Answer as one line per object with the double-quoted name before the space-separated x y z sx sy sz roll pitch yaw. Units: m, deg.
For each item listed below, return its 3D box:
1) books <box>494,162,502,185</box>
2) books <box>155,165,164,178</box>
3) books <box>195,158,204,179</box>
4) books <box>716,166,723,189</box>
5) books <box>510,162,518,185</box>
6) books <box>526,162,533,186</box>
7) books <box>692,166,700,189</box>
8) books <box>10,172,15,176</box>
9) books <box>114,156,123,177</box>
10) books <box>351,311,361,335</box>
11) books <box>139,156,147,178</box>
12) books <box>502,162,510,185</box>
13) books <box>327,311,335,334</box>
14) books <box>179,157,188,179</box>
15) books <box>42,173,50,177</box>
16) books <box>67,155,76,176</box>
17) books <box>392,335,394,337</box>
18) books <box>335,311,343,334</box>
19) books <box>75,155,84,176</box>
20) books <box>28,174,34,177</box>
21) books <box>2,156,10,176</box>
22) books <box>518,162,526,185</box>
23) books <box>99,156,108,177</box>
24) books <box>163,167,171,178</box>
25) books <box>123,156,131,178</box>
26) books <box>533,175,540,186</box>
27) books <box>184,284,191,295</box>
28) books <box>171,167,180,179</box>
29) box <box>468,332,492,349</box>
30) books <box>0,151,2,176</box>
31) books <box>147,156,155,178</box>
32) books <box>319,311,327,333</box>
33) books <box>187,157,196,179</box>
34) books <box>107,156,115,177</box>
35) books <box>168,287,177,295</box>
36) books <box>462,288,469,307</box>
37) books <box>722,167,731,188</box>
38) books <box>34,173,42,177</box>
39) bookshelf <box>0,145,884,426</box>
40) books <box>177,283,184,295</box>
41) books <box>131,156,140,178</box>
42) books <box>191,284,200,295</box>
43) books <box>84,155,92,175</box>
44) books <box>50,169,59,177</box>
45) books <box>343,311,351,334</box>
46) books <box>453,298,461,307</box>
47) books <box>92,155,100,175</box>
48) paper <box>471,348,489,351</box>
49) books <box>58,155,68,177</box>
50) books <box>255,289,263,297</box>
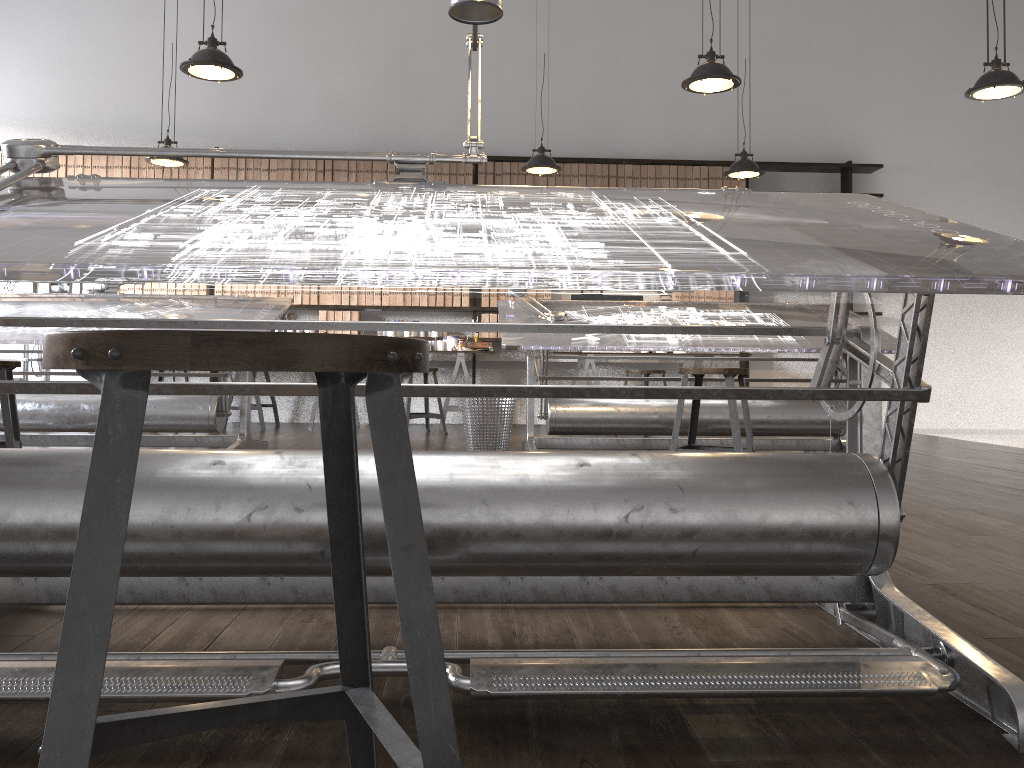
"books" -0.126 -1.895 8.082 0.067 0.226 0.174 1 -1 -3
"books" -3.131 -1.922 7.931 0.067 0.226 0.174 1 -1 -3
"books" -2.781 -1.919 7.951 0.067 0.226 0.174 1 -1 -3
"books" 1.887 -1.877 8.177 0.067 0.226 0.174 1 -1 -3
"books" 0.016 -1.894 8.088 0.067 0.226 0.174 1 -1 -3
"books" 0.154 -1.893 8.089 0.067 0.226 0.174 1 -1 -3
"books" 1.679 -1.879 8.166 0.067 0.226 0.174 1 -1 -3
"books" -4.387 -1.933 7.877 0.067 0.226 0.174 1 -1 -3
"books" -3.485 -1.925 7.917 0.067 0.226 0.174 1 -1 -3
"books" -1.404 -0.538 7.968 0.067 0.226 0.174 1 -1 -3
"books" -3.273 -1.924 7.931 0.067 0.226 0.174 1 -1 -3
"books" -0.055 -1.895 8.081 0.067 0.226 0.174 1 -1 -3
"books" -1.616 -0.540 7.957 0.067 0.226 0.174 1 -1 -3
"books" -2.921 -1.920 7.946 0.067 0.226 0.174 1 -1 -3
"books" -4.109 -1.931 7.888 0.067 0.226 0.174 1 -1 -3
"books" -3.895 -1.929 7.901 0.067 0.226 0.174 1 -1 -3
"books" -0.927 -0.351 7.660 0.294 0.148 0.385 1 0 -3
"books" -1.545 -0.539 7.961 0.067 0.226 0.174 1 -1 -3
"books" -3.823 -1.928 7.899 0.067 0.226 0.174 1 -1 -3
"books" -4.244 -1.932 7.877 0.067 0.226 0.174 1 -1 -3
"books" -4.456 -1.934 7.872 0.067 0.226 0.174 1 -1 -3
"books" 0.086 -1.893 8.092 0.067 0.226 0.174 1 -1 -3
"books" -3.614 -1.926 7.908 0.067 0.226 0.174 1 -1 -3
"books" -3.059 -1.921 7.934 0.067 0.226 0.174 1 -1 -3
"books" -3.413 -1.925 7.918 0.067 0.226 0.174 1 -1 -3
"books" 0.221 -1.892 8.097 0.067 0.226 0.174 1 -1 -3
"books" -2.870 -0.825 7.906 0.067 0.226 0.174 1 -1 -3
"books" -2.995 -1.921 7.941 0.067 0.226 0.174 1 -1 -3
"box" -0.280 -0.385 7.742 0.212 0.207 0.137 1 -1 -3
"books" -4.526 -1.935 7.865 0.067 0.226 0.174 1 -1 -3
"books" -3.203 -1.923 7.930 0.067 0.226 0.174 1 -1 -3
"books" -1.683 -0.540 7.948 0.067 0.226 0.174 1 -1 -3
"books" -2.851 -1.920 7.951 0.067 0.226 0.174 1 -1 -3
"books" -3.548 -1.926 7.915 0.067 0.226 0.174 1 -1 -3
"books" -3.006 -0.827 7.895 0.067 0.226 0.174 1 -1 -3
"books" -0.419 -0.803 8.023 0.067 0.226 0.174 1 -1 -3
"books" 1.961 -1.877 8.181 0.067 0.226 0.174 1 -1 -3
"books" -4.172 -1.931 7.880 0.067 0.226 0.174 1 -1 -3
"bookshelf" -1.185 -0.508 8.060 9.175 3.214 0.373 1 -2 -3
"books" -2.934 -0.826 7.898 0.067 0.226 0.174 1 -1 -3
"books" -3.343 -1.924 7.926 0.067 0.226 0.174 1 -1 -3
"books" -2.805 -0.825 7.911 0.067 0.226 0.174 1 -1 -3
"books" -3.753 -1.928 7.907 0.067 0.226 0.174 1 -1 -3
"books" -4.044 -1.930 7.893 0.067 0.226 0.174 1 -1 -3
"books" -1.475 -0.538 7.960 0.067 0.226 0.174 1 -1 -3
"books" -0.497 -0.804 8.017 0.067 0.226 0.174 1 -1 -3
"books" -3.682 -1.927 7.910 0.067 0.226 0.174 1 -1 -3
"paper" -0.289 -0.295 7.585 0.155 0.038 0.137 1 1 12
"books" -3.969 -1.930 7.891 0.067 0.226 0.174 1 -1 -3
"books" -2.244 -0.820 7.935 0.067 0.226 0.174 1 -1 -3
